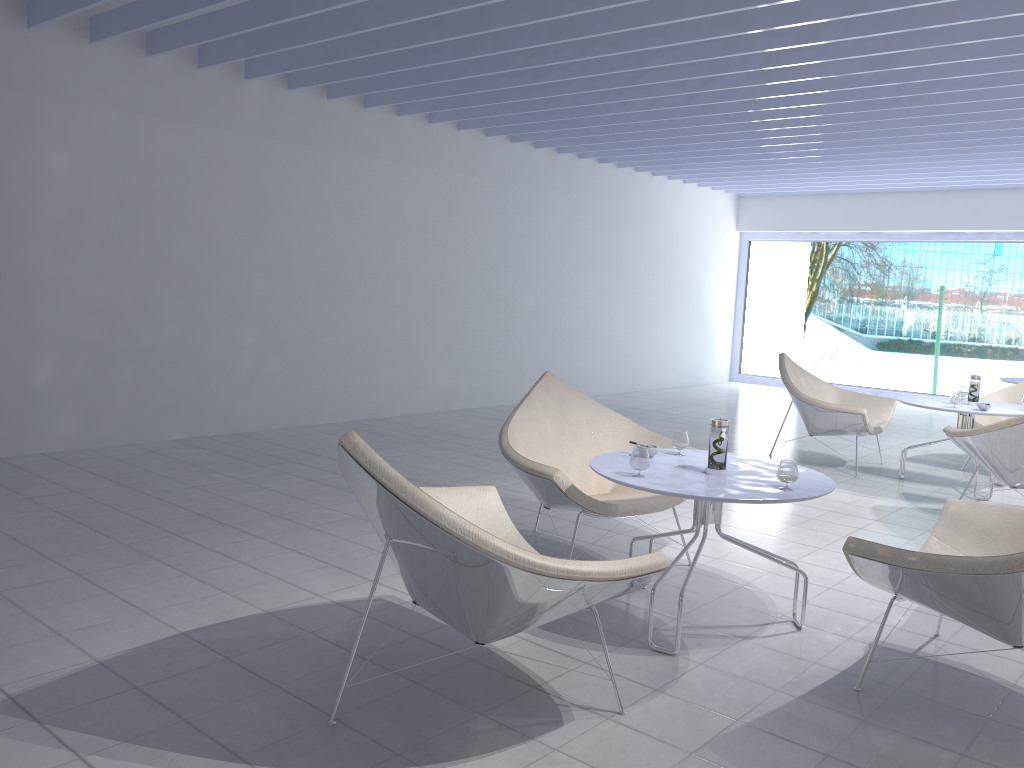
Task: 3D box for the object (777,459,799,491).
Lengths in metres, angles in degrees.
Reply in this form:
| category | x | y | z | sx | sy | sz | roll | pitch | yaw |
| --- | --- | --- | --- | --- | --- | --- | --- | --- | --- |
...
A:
| category | x | y | z | sx | sy | sz | roll | pitch | yaw |
| --- | --- | --- | --- | --- | --- | --- | --- | --- | --- |
| object | 0.877 | 0.289 | 2.821 | 0.068 | 0.091 | 0.068 | 6 | 7 | 30 |

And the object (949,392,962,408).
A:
| category | x | y | z | sx | sy | sz | roll | pitch | yaw |
| --- | --- | --- | --- | --- | --- | --- | --- | --- | --- |
| object | 2.678 | 0.099 | 5.358 | 0.068 | 0.091 | 0.068 | 0 | 7 | -21 |

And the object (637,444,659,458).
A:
| category | x | y | z | sx | sy | sz | roll | pitch | yaw |
| --- | --- | --- | --- | --- | --- | --- | --- | --- | --- |
| object | 0.498 | 0.248 | 3.254 | 0.082 | 0.043 | 0.082 | 8 | 8 | 42 |

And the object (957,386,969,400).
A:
| category | x | y | z | sx | sy | sz | roll | pitch | yaw |
| --- | --- | --- | --- | --- | --- | --- | --- | --- | --- |
| object | 2.974 | 0.060 | 5.845 | 0.068 | 0.091 | 0.068 | 0 | 7 | -27 |

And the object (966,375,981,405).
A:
| category | x | y | z | sx | sy | sz | roll | pitch | yaw |
| --- | --- | --- | --- | --- | --- | --- | --- | --- | --- |
| object | 2.911 | 0.037 | 5.584 | 0.075 | 0.189 | 0.075 | 7 | 7 | 32 |

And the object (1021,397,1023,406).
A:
| category | x | y | z | sx | sy | sz | roll | pitch | yaw |
| --- | --- | --- | --- | --- | --- | --- | --- | --- | --- |
| object | 3.151 | 0.116 | 5.416 | 0.068 | 0.091 | 0.068 | 7 | 7 | 33 |

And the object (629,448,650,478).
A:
| category | x | y | z | sx | sy | sz | roll | pitch | yaw |
| --- | --- | --- | --- | --- | --- | --- | --- | --- | --- |
| object | 0.419 | 0.258 | 2.908 | 0.068 | 0.091 | 0.068 | 6 | 7 | 30 |

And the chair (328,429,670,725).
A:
| category | x | y | z | sx | sy | sz | roll | pitch | yaw |
| --- | --- | --- | --- | --- | --- | --- | --- | --- | --- |
| chair | -0.143 | 0.483 | 2.437 | 0.753 | 0.759 | 0.906 | -2 | 8 | -34 |

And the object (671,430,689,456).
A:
| category | x | y | z | sx | sy | sz | roll | pitch | yaw |
| --- | --- | --- | --- | --- | --- | --- | --- | --- | --- |
| object | 0.631 | 0.221 | 3.332 | 0.068 | 0.091 | 0.068 | 6 | 7 | 30 |

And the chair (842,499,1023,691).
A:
| category | x | y | z | sx | sy | sz | roll | pitch | yaw |
| --- | --- | --- | --- | --- | --- | --- | --- | --- | --- |
| chair | 1.505 | 0.548 | 2.580 | 0.753 | 0.759 | 0.906 | 9 | 9 | 44 |

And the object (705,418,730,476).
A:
| category | x | y | z | sx | sy | sz | roll | pitch | yaw |
| --- | --- | --- | --- | --- | --- | --- | --- | --- | --- |
| object | 0.700 | 0.213 | 3.010 | 0.075 | 0.185 | 0.075 | 3 | 6 | 4 |

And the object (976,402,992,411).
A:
| category | x | y | z | sx | sy | sz | roll | pitch | yaw |
| --- | --- | --- | --- | --- | --- | --- | --- | --- | --- |
| object | 2.818 | 0.137 | 5.296 | 0.082 | 0.043 | 0.082 | 4 | 6 | 9 |

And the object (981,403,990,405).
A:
| category | x | y | z | sx | sy | sz | roll | pitch | yaw |
| --- | --- | --- | --- | --- | --- | --- | --- | --- | --- |
| object | 2.810 | 0.120 | 5.263 | 0.012 | 0.016 | 0.098 | 4 | 6 | 7 |

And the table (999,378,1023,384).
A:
| category | x | y | z | sx | sy | sz | roll | pitch | yaw |
| --- | --- | --- | --- | --- | --- | --- | --- | --- | --- |
| table | 4.652 | 0.257 | 7.668 | 0.823 | 0.534 | 0.825 | 3 | 6 | -2 |

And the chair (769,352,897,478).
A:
| category | x | y | z | sx | sy | sz | roll | pitch | yaw |
| --- | --- | --- | --- | --- | --- | --- | --- | --- | --- |
| chair | 2.203 | 0.181 | 6.234 | 0.753 | 0.759 | 0.906 | 7 | 8 | 36 |

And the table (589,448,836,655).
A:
| category | x | y | z | sx | sy | sz | roll | pitch | yaw |
| --- | --- | --- | --- | --- | --- | --- | --- | --- | --- |
| table | 0.668 | 0.565 | 3.092 | 0.825 | 0.534 | 0.823 | 5 | 7 | 17 |

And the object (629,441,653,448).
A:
| category | x | y | z | sx | sy | sz | roll | pitch | yaw |
| --- | --- | --- | --- | --- | --- | --- | --- | --- | --- |
| object | 0.478 | 0.225 | 3.275 | 0.098 | 0.016 | 0.012 | 8 | 8 | 40 |

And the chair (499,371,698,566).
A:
| category | x | y | z | sx | sy | sz | roll | pitch | yaw |
| --- | --- | --- | --- | --- | --- | --- | --- | --- | --- |
| chair | 0.319 | 0.355 | 3.811 | 0.906 | 0.759 | 0.753 | -1 | 7 | -32 |

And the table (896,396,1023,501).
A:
| category | x | y | z | sx | sy | sz | roll | pitch | yaw |
| --- | --- | --- | --- | --- | --- | --- | --- | --- | --- |
| table | 2.858 | 0.394 | 5.622 | 0.825 | 0.534 | 0.823 | 7 | 7 | 31 |

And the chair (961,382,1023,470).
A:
| category | x | y | z | sx | sy | sz | roll | pitch | yaw |
| --- | --- | --- | --- | --- | --- | --- | --- | --- | --- |
| chair | 3.683 | 0.256 | 6.205 | 0.753 | 0.759 | 0.906 | -2 | 8 | -39 |

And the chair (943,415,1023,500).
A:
| category | x | y | z | sx | sy | sz | roll | pitch | yaw |
| --- | --- | --- | --- | --- | --- | --- | --- | --- | --- |
| chair | 2.814 | 0.385 | 4.646 | 0.906 | 0.759 | 0.753 | 4 | 6 | 11 |
